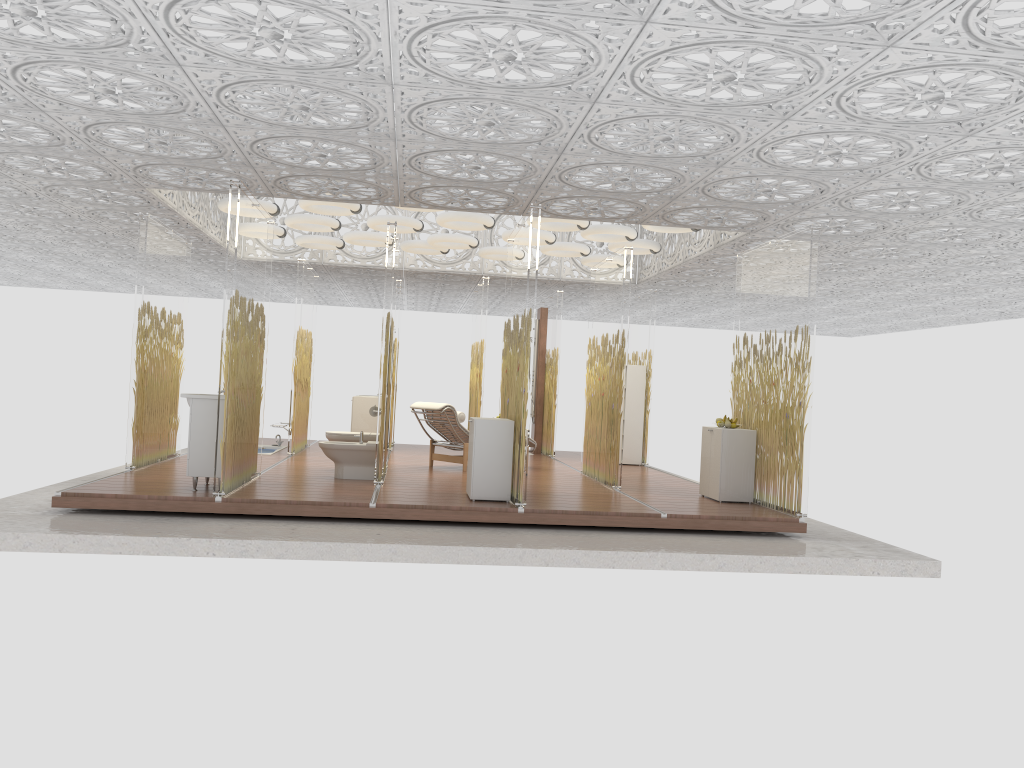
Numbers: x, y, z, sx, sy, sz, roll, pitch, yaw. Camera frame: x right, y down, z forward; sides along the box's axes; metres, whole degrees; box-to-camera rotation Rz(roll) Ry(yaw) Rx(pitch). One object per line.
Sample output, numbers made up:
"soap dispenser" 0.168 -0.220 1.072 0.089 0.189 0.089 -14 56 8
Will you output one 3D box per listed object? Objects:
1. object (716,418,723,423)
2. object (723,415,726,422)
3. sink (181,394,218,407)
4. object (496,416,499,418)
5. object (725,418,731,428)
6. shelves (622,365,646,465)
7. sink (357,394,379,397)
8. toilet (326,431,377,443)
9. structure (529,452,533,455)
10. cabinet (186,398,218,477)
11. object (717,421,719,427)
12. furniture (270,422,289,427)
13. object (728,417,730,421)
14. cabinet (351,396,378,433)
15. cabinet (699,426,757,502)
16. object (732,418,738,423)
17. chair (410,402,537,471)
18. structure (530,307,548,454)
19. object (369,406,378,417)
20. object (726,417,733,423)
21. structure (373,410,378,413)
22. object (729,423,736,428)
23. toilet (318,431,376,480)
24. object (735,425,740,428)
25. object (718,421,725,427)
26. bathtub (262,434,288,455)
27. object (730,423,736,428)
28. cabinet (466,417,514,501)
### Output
"object" 2.148 0.387 9.180 0.077 0.067 0.078 3 -1 -5
"object" 2.189 0.356 9.125 0.035 0.084 0.200 3 -1 15
"sink" -2.695 0.130 7.875 0.454 0.263 0.603 3 -1 -7
"object" -0.171 0.418 11.011 0.047 0.045 0.047 3 -1 -6
"object" 2.196 0.395 9.017 0.064 0.097 0.064 3 -1 -16
"shelves" 1.752 0.451 13.215 0.344 1.460 0.366 3 -1 -7
"sink" -2.190 0.227 13.918 0.499 0.266 0.573 3 -1 -4
"toilet" -1.815 0.772 10.062 0.611 0.437 0.401 3 -1 -7
"structure" -0.138 1.135 14.662 0.879 0.039 1.053 3 -1 -7
"cabinet" -2.646 0.460 7.882 0.316 0.678 0.580 3 -1 -7
"object" 2.134 0.412 9.120 0.056 0.066 0.053 3 -1 -5
"furniture" -3.143 0.556 12.140 0.178 0.014 0.977 3 -1 -7
"object" 2.221 0.381 9.127 0.032 0.085 0.186 3 -1 5
"cabinet" -2.225 0.594 13.910 0.549 0.782 0.643 3 -1 -7
"cabinet" 2.200 0.809 9.075 0.358 0.712 0.595 3 -1 -7
"object" 2.275 0.383 9.153 0.051 0.079 0.186 3 -1 -28
"chair" -0.463 0.661 11.271 0.635 0.811 1.787 2 -1 43
"structure" 0.264 -0.067 14.638 0.624 2.402 0.433 3 -1 -20
"object" -1.506 0.300 9.731 0.115 0.115 0.131 3 -1 -7
"object" 2.243 0.373 9.115 0.045 0.064 0.202 3 -1 -3
"structure" -1.477 0.302 9.715 0.080 0.047 0.215 3 -1 -7
"object" 2.255 0.408 9.138 0.030 0.090 0.195 3 -1 -22
"toilet" -1.727 0.742 9.311 0.611 0.506 0.401 3 -1 -7
"object" 2.280 0.409 9.158 0.035 0.092 0.194 3 -1 -37
"object" 2.137 0.408 9.061 0.066 0.065 0.091 3 -1 8
"bathtub" -3.615 1.025 12.450 0.700 0.582 1.700 3 -1 -7
"object" 2.251 0.426 9.036 0.066 0.055 0.055 2 -1 41
"cabinet" -0.207 0.678 8.180 0.358 0.712 0.595 3 -1 -7
